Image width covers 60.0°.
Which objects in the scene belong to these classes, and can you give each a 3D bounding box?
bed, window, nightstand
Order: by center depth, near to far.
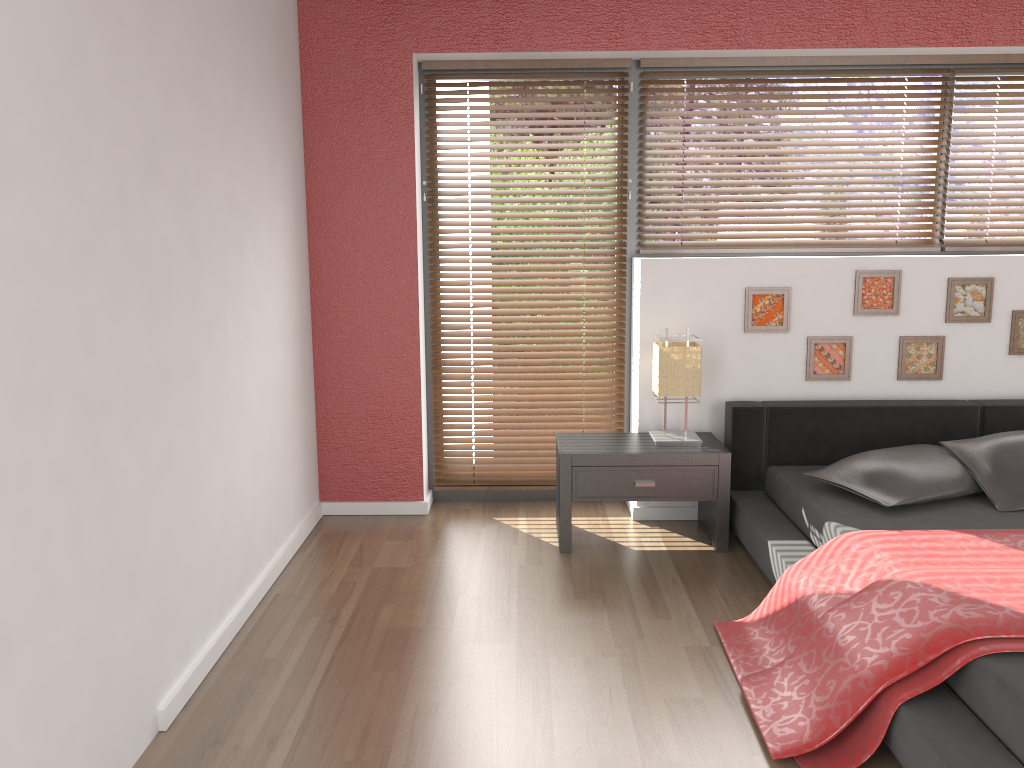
[{"bbox_3d":[1.880,0.538,2.823,2.469,0.577,2.413,0,9,1],"label":"bed"},{"bbox_3d":[0.549,0.461,3.842,0.700,0.423,0.413,0,9,1],"label":"nightstand"},{"bbox_3d":[2.024,-1.061,4.181,2.817,0.786,0.020,0,9,1],"label":"window"},{"bbox_3d":[0.076,-0.513,4.296,0.889,1.893,0.020,0,9,1],"label":"window"}]

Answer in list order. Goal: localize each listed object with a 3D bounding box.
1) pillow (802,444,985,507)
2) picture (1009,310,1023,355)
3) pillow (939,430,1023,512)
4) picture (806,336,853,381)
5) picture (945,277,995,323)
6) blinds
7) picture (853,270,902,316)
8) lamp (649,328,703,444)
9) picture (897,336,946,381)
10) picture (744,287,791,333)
[{"bbox_3d":[1.570,0.345,3.470,0.745,0.172,0.418,-5,10,-24],"label":"pillow"},{"bbox_3d":[2.325,-0.229,3.954,0.200,0.200,0.010,0,9,1],"label":"picture"},{"bbox_3d":[2.081,0.305,3.369,0.744,0.241,0.386,-1,9,-4],"label":"pillow"},{"bbox_3d":[1.425,-0.114,3.985,0.200,0.200,0.010,0,9,1],"label":"picture"},{"bbox_3d":[2.031,-0.371,3.935,0.200,0.200,0.010,0,9,1],"label":"picture"},{"bbox_3d":[2.024,-0.479,4.207,4.840,1.952,0.032,0,9,1],"label":"blinds"},{"bbox_3d":[1.622,-0.404,3.935,0.200,0.200,0.010,0,9,1],"label":"picture"},{"bbox_3d":[0.705,-0.002,3.805,0.200,0.480,0.200,0,9,1],"label":"lamp"},{"bbox_3d":[1.836,-0.116,3.979,0.200,0.200,0.010,0,9,1],"label":"picture"},{"bbox_3d":[1.139,-0.330,3.953,0.200,0.200,0.010,0,9,1],"label":"picture"}]
